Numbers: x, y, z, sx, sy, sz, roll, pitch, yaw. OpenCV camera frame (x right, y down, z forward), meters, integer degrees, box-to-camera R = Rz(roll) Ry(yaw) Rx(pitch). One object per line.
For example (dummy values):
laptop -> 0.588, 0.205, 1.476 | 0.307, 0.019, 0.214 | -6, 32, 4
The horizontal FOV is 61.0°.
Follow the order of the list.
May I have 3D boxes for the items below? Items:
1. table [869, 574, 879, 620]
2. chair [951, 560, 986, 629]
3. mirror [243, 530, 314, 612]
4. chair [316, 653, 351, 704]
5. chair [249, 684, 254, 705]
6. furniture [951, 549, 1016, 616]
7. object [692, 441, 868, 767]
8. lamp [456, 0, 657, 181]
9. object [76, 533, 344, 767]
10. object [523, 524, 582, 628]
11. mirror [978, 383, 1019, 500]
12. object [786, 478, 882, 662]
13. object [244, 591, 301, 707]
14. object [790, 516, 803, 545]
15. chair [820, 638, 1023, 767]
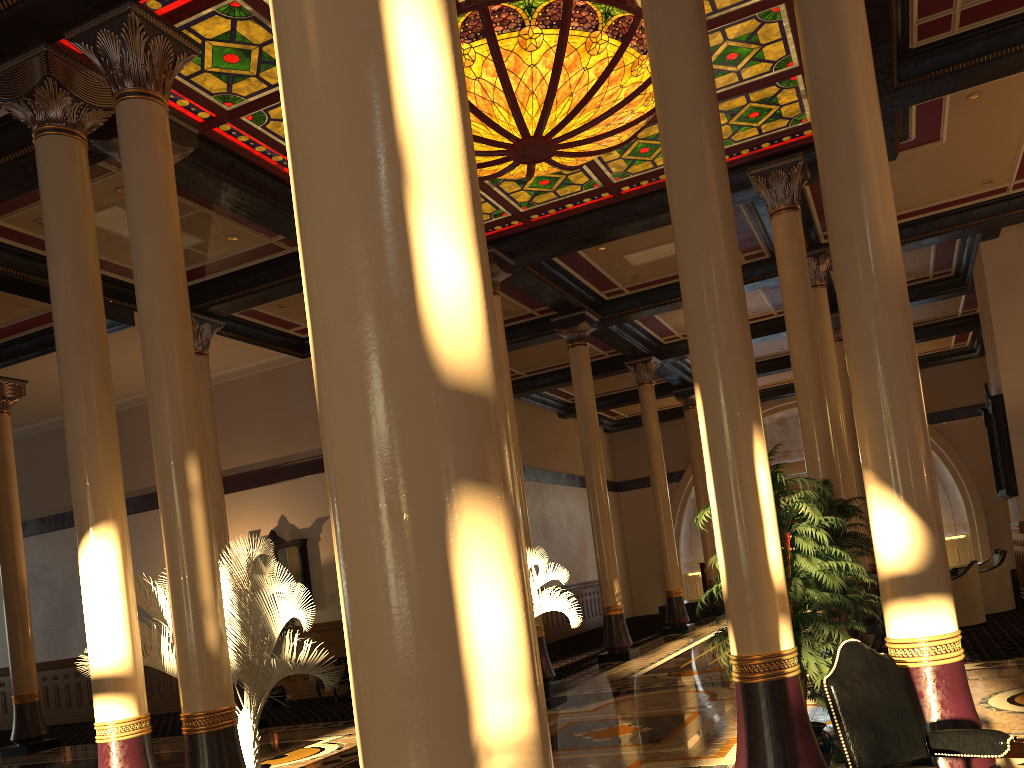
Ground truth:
table -> 6.363, 3.444, 14.072 | 1.088, 0.764, 1.691 | -12, -12, 22
chair -> 6.324, 3.025, 12.471 | 0.756, 0.904, 0.988 | -14, -10, 42
mirror -> -4.309, 3.451, 15.992 | 1.362, 1.541, 0.205 | -11, -4, 21
chair -> -2.912, 4.798, 14.715 | 0.768, 1.089, 0.724 | -3, -8, -43
chair -> -4.862, 5.199, 14.829 | 0.631, 0.912, 0.707 | -14, -8, 42
furniture -> 7.656, 3.216, 14.183 | 0.794, 0.933, 2.243 | -11, -12, 22
object -> 1.727, 1.426, 5.473 | 1.097, 2.133, 1.030 | -6, -5, -19
lamp -> 0.163, -2.510, 8.347 | 2.948, 0.595, 3.104 | -13, -13, 19
object -> -2.068, 2.330, 7.203 | 2.033, 2.238, 1.857 | -9, -7, 10
object -> 0.042, 2.906, 11.005 | 1.791, 2.252, 2.140 | -11, -8, 25
mirror -> 8.210, 0.958, 14.743 | 0.251, 1.968, 1.834 | -9, -7, 23
object -> 3.463, 2.084, 9.343 | 1.025, 2.133, 1.102 | -9, -5, 11
object -> -4.227, 4.583, 15.247 | 1.097, 2.133, 1.030 | -6, -5, -19
object -> 5.762, -0.845, 8.973 | 0.667, 4.227, 30.633 | -8, -13, 5
chair -> 1.542, 1.400, 2.962 | 0.729, 1.089, 0.764 | -13, -7, 37
